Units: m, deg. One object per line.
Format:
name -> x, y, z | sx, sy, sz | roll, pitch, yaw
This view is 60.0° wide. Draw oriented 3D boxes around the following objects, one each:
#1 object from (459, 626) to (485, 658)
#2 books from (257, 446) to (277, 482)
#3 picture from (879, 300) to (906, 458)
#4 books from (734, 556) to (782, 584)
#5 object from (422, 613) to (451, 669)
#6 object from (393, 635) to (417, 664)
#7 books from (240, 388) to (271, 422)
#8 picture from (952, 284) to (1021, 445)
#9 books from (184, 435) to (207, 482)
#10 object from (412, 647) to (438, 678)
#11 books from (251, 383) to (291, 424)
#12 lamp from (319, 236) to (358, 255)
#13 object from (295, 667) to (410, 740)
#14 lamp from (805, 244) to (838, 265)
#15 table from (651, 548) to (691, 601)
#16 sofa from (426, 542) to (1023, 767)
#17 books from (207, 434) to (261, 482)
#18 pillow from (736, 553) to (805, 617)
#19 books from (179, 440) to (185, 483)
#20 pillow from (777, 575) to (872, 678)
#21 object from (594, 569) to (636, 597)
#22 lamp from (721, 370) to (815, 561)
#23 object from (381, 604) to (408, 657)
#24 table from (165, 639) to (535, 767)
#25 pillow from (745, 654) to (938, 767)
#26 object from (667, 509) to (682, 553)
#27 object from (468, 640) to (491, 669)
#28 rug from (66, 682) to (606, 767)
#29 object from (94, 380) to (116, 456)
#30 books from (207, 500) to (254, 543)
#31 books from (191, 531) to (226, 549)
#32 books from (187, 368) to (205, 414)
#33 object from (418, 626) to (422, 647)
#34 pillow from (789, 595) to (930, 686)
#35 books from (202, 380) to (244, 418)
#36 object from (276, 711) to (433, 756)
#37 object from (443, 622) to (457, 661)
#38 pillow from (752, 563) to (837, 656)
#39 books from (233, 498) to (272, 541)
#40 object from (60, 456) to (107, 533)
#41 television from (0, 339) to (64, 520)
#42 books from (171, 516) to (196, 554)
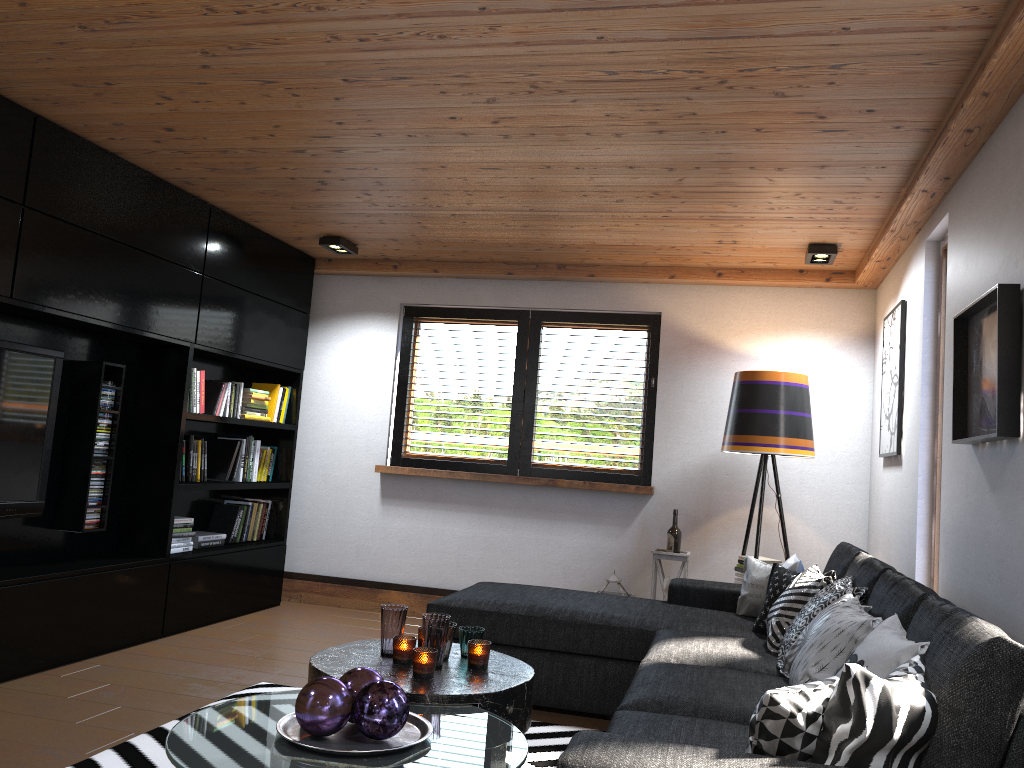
object -> -0.146, 0.912, 3.124 | 0.093, 0.099, 0.091 | 9, -7, -39
books -> -1.731, 0.531, 5.944 | 0.188, 0.239, 0.291 | 3, -5, 13
picture -> 2.014, -0.008, 4.702 | 0.020, 0.783, 0.565 | 3, -6, 14
books -> 1.405, 1.065, 5.006 | 0.220, 0.159, 0.254 | 6, -5, -19
object -> -0.257, 0.852, 2.938 | 0.095, 0.168, 0.094 | 6, -6, -15
object -> -0.362, 0.890, 2.970 | 0.078, 0.081, 0.080 | 1, -6, 29
books -> -1.736, 0.134, 5.765 | 0.259, 0.198, 0.297 | 3, -5, 17
picture -> 1.513, -0.042, 2.848 | 0.066, 0.451, 0.561 | 3, -5, 14
books -> -1.917, 0.434, 5.208 | 0.209, 0.270, 0.237 | 3, -6, 14
object -> -0.278, 0.882, 2.806 | 0.078, 0.081, 0.080 | 1, -6, 29
books -> -1.647, 0.133, 6.015 | 0.211, 0.261, 0.211 | 3, -6, 14
lamp -> -1.100, -0.886, 5.641 | 0.154, 0.068, 0.262 | 3, -5, 14
object -> -0.403, 0.820, 2.290 | 0.284, 0.143, 0.263 | 5, -5, -3
lamp -> 1.732, -0.732, 4.970 | 0.154, 0.068, 0.262 | 3, -5, 14
table -> 0.943, 1.316, 5.339 | 0.225, 0.609, 0.225 | 3, -6, 14
sofa -> 0.435, 0.980, 3.121 | 2.077, 0.819, 3.101 | 3, -5, 14
books -> -1.796, 0.467, 5.630 | 0.221, 0.296, 0.346 | 3, -5, 14
pillow -> 1.220, 0.956, 4.110 | 0.217, 0.347, 0.565 | 5, -5, -5
books -> -1.970, 0.416, 5.002 | 0.209, 0.270, 0.237 | 3, -6, 14
pillow -> 1.047, 0.848, 2.985 | 0.274, 0.356, 0.730 | 3, -5, 14
object -> 0.618, 1.376, 5.460 | 0.252, 0.463, 0.252 | 3, -6, 14
lamp -> 1.980, 0.839, 5.115 | 1.634, 1.701, 0.521 | 5, -6, -8
object -> -0.413, 0.851, 3.060 | 0.095, 0.168, 0.094 | 6, -6, -15
table -> -0.336, 1.084, 2.554 | 0.891, 0.372, 1.530 | 3, -5, 15
pillow -> 0.710, 0.733, 1.856 | 0.540, 0.346, 0.297 | 7, -6, -25
object -> 0.984, 0.903, 5.375 | 0.088, 0.287, 0.087 | 7, -6, -23
object -> -0.112, 0.910, 2.984 | 0.078, 0.081, 0.080 | 1, -6, 29
rug -> -0.694, 1.241, 2.434 | 1.653, 0.020, 2.912 | 3, -5, 14
object -> -2.123, 0.170, 4.489 | 0.124, 0.380, 0.126 | 3, -6, 14
books -> -1.820, 0.888, 5.727 | 0.206, 0.256, 0.245 | 3, -6, 13
books -> -1.905, 0.943, 5.370 | 0.208, 0.073, 0.267 | 3, -5, 17
books -> -1.893, 0.025, 5.027 | 0.206, 0.270, 0.241 | 3, -6, 14
object -> -0.299, 0.912, 3.163 | 0.078, 0.081, 0.080 | 1, -6, 29
pillow -> 0.901, 0.768, 2.355 | 0.283, 0.329, 0.728 | 4, -5, 4
books -> -1.837, 0.089, 5.496 | 0.181, 0.233, 0.285 | 3, -6, 17
object -> -0.401, 0.885, 2.269 | 0.390, 0.022, 0.398 | 1, -6, 33
object -> -0.251, 0.886, 3.054 | 0.114, 0.122, 0.113 | 5, -5, -10
pillow -> 1.169, 0.914, 3.605 | 0.310, 0.364, 0.669 | 3, -5, 9
books -> -1.769, 0.907, 5.930 | 0.211, 0.261, 0.253 | 3, -6, 14
object -> -2.152, 0.546, 4.451 | 0.124, 0.379, 0.126 | 3, -6, 14
television -> -2.364, 0.181, 3.630 | 0.050, 0.814, 1.258 | 3, -5, 15
books -> -1.980, 0.851, 5.029 | 0.257, 0.188, 0.304 | 2, -6, 21
